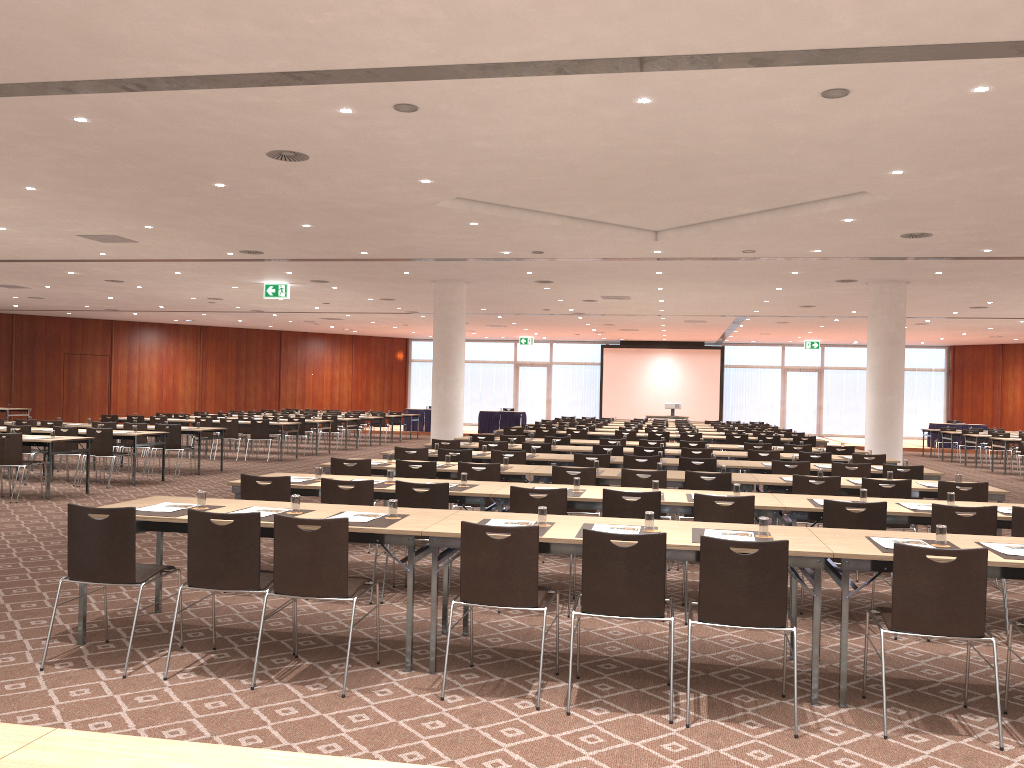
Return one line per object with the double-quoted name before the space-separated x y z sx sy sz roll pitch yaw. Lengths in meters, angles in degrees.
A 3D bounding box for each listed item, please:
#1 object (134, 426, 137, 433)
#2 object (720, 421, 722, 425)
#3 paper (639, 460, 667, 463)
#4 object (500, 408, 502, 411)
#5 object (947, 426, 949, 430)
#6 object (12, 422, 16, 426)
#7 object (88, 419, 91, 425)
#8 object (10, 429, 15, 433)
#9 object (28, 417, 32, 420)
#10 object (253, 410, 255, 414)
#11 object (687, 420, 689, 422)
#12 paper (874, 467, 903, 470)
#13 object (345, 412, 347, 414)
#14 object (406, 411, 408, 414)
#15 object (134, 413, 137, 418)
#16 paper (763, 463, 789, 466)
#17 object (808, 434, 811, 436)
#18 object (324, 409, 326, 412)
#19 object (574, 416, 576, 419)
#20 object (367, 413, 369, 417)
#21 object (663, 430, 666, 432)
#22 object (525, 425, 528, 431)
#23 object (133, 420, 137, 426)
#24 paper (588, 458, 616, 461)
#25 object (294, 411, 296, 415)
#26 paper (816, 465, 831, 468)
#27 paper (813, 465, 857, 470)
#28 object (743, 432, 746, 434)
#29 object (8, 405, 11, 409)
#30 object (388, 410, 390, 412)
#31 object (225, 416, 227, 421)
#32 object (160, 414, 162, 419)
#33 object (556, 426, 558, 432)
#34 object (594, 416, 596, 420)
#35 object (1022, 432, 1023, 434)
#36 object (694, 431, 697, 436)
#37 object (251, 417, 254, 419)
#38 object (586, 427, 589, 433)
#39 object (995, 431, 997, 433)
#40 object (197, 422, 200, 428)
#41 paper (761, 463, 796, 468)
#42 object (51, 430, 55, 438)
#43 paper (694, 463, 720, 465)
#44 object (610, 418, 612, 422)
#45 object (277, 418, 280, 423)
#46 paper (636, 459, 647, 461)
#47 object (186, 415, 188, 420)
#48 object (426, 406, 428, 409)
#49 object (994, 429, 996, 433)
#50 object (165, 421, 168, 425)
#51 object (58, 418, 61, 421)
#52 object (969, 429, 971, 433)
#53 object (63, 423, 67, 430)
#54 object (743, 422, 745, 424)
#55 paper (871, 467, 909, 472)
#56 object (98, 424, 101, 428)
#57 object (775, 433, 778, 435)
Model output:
"object" -6.242 0.747 14.696 0.054 0.114 0.054 1 0 -1
"object" 6.189 1.163 26.202 0.054 0.114 0.054 1 0 44
"paper" 1.704 0.962 11.122 0.460 0.003 0.565 1 -1 11
"object" -0.403 0.943 32.810 0.054 0.114 0.054 1 0 21
"object" 13.266 1.341 26.978 0.054 0.114 0.054 1 0 -1
"object" -8.483 0.697 15.095 0.054 0.114 0.054 1 0 -24
"object" -8.140 0.726 17.075 0.054 0.114 0.054 1 0 44
"object" -7.234 0.705 12.844 0.054 0.114 0.054 1 0 21
"object" -9.404 0.698 17.301 0.054 0.114 0.054 1 0 44
"object" -7.749 0.832 26.644 0.054 0.114 0.054 1 0 -24
"object" 5.232 1.142 26.367 0.054 0.114 0.054 1 0 44
"paper" 4.549 1.022 10.721 0.283 0.006 0.398 1 -1 11
"object" -4.882 0.896 26.128 0.054 0.114 0.054 1 0 -1
"object" -3.540 0.967 29.962 0.054 0.114 0.054 1 0 -1
"object" -8.801 0.747 20.740 0.054 0.114 0.054 1 0 44
"paper" 3.254 0.993 10.930 0.283 0.006 0.398 1 -1 9
"object" 6.074 1.078 18.088 0.054 0.114 0.054 1 0 -24
"object" -6.421 0.903 30.465 0.054 0.114 0.054 1 0 -24
"object" 2.065 1.092 28.960 0.054 0.114 0.054 1 0 -24
"object" -4.234 0.910 26.021 0.054 0.114 0.054 1 0 -1
"object" 3.201 1.014 18.607 0.054 0.114 0.054 1 0 -24
"object" 0.319 0.950 19.128 0.054 0.114 0.054 1 0 -24
"object" -7.184 0.747 16.900 0.054 0.114 0.054 1 0 -1
"paper" 1.077 0.948 11.259 0.460 0.003 0.565 1 -1 11
"object" -6.475 0.860 26.417 0.054 0.114 0.054 1 0 -24
"paper" 3.887 1.007 10.814 0.283 0.006 0.398 1 -1 8
"paper" 3.929 1.011 10.748 0.460 0.003 0.565 1 -1 10
"object" 4.796 1.050 18.325 0.054 0.114 0.054 1 0 44
"object" -14.646 0.658 25.841 0.054 0.114 0.054 1 0 -24
"object" -4.173 0.953 30.072 0.054 0.114 0.054 1 0 -1
"object" -6.564 0.797 20.351 0.054 0.114 0.054 1 0 -24
"object" -8.164 0.761 20.624 0.054 0.114 0.054 1 0 44
"object" 0.962 0.964 19.012 0.054 0.114 0.054 1 0 44
"object" 2.703 1.106 28.854 0.054 0.114 0.054 1 0 44
"object" 13.215 1.299 22.916 0.054 0.114 0.054 1 0 -1
"object" 3.832 1.028 18.491 0.054 0.114 0.054 1 0 -24
"object" -5.923 0.811 20.235 0.054 0.114 0.054 1 0 -24
"object" 1.602 0.978 18.883 0.054 0.114 0.054 1 0 44
"object" 12.571 1.284 23.031 0.054 0.114 0.054 1 0 -1
"object" -5.894 0.776 16.665 0.054 0.114 0.054 1 0 -1
"paper" 3.314 0.998 10.868 0.460 0.003 0.565 1 -1 10
"object" -6.592 0.719 12.727 0.054 0.114 0.054 1 0 21
"paper" 2.328 0.976 11.036 0.460 0.003 0.565 1 -1 9
"object" 2.996 1.092 26.771 0.054 0.114 0.054 1 0 44
"object" -5.298 0.825 20.111 0.054 0.114 0.054 1 0 -24
"paper" 1.674 0.958 11.211 0.283 0.006 0.398 1 -1 8
"object" -7.522 0.775 20.521 0.054 0.114 0.054 1 0 44
"object" -3.202 0.881 33.308 0.054 0.114 0.054 1 0 21
"object" 13.553 1.327 24.888 0.054 0.114 0.054 1 0 -1
"object" -6.547 0.761 16.785 0.054 0.114 0.054 1 0 -1
"object" -8.772 0.711 17.177 0.054 0.114 0.054 1 0 44
"object" 12.918 1.313 25.006 0.054 0.114 0.054 1 0 -1
"object" -7.528 0.719 14.928 0.054 0.114 0.054 1 0 -1
"object" 6.820 1.177 26.089 0.054 0.114 0.054 1 0 44
"paper" 4.557 1.025 10.624 0.460 0.003 0.565 1 -1 8
"object" -6.895 0.733 14.818 0.054 0.114 0.054 1 0 -1
"object" 5.423 1.064 18.209 0.054 0.114 0.054 1 0 44
